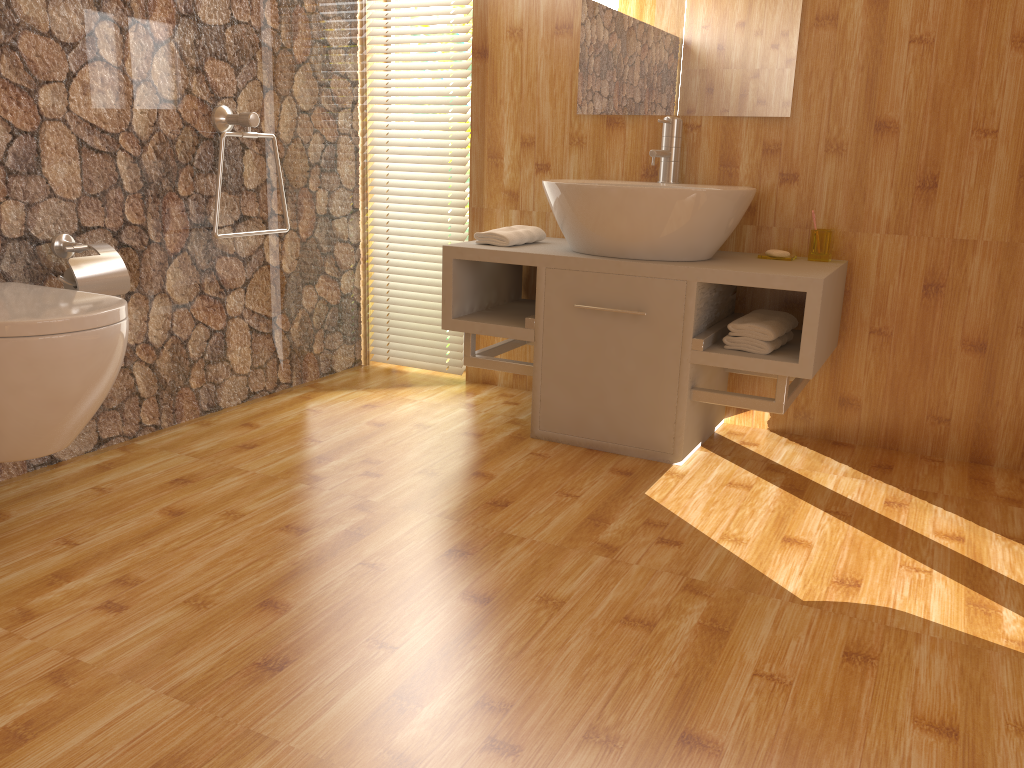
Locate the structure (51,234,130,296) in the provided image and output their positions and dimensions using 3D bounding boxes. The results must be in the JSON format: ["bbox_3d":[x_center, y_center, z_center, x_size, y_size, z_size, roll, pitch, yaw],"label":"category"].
[{"bbox_3d":[-1.101,-0.303,2.271,0.154,0.151,0.170,9,16,26],"label":"structure"}]

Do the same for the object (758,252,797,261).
[{"bbox_3d":[0.805,-0.387,2.691,0.100,0.010,0.100,9,16,26],"label":"object"}]

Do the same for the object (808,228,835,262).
[{"bbox_3d":[0.925,-0.415,2.653,0.060,0.093,0.060,9,16,26],"label":"object"}]

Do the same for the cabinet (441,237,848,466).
[{"bbox_3d":[0.389,-0.125,2.786,1.136,0.570,0.517,9,16,26],"label":"cabinet"}]

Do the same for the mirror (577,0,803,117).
[{"bbox_3d":[0.537,-1.109,2.762,0.698,0.523,0.005,9,16,26],"label":"mirror"}]

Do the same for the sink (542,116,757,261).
[{"bbox_3d":[0.403,-0.597,2.655,0.634,0.409,0.533,9,16,26],"label":"sink"}]

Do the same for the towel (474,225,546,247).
[{"bbox_3d":[-0.005,-0.480,2.868,0.140,0.048,0.225,11,17,31],"label":"towel"}]

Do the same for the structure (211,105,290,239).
[{"bbox_3d":[-0.835,-0.655,2.729,0.133,0.387,0.332,9,16,26],"label":"structure"}]

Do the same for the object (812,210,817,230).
[{"bbox_3d":[0.904,-0.450,2.638,0.063,0.132,0.012,-8,18,-33],"label":"object"}]

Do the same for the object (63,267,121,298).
[{"bbox_3d":[-1.080,-0.231,2.285,0.090,0.151,0.098,9,16,26],"label":"object"}]

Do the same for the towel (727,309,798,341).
[{"bbox_3d":[0.718,-0.170,2.534,0.140,0.048,0.225,11,17,31],"label":"towel"}]

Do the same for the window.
[{"bbox_3d":[1.306,-0.887,2.592,3.964,2.164,0.010,9,16,26],"label":"window"}]

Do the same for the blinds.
[{"bbox_3d":[-0.339,-1.120,3.231,0.420,2.178,0.042,9,16,26],"label":"blinds"}]

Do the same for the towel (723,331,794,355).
[{"bbox_3d":[0.706,-0.133,2.540,0.140,0.048,0.225,11,17,31],"label":"towel"}]

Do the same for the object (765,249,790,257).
[{"bbox_3d":[0.807,-0.395,2.690,0.075,0.023,0.050,-6,17,-27],"label":"object"}]

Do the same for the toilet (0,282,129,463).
[{"bbox_3d":[-1.094,-0.017,1.966,0.507,0.337,0.371,9,16,26],"label":"toilet"}]
